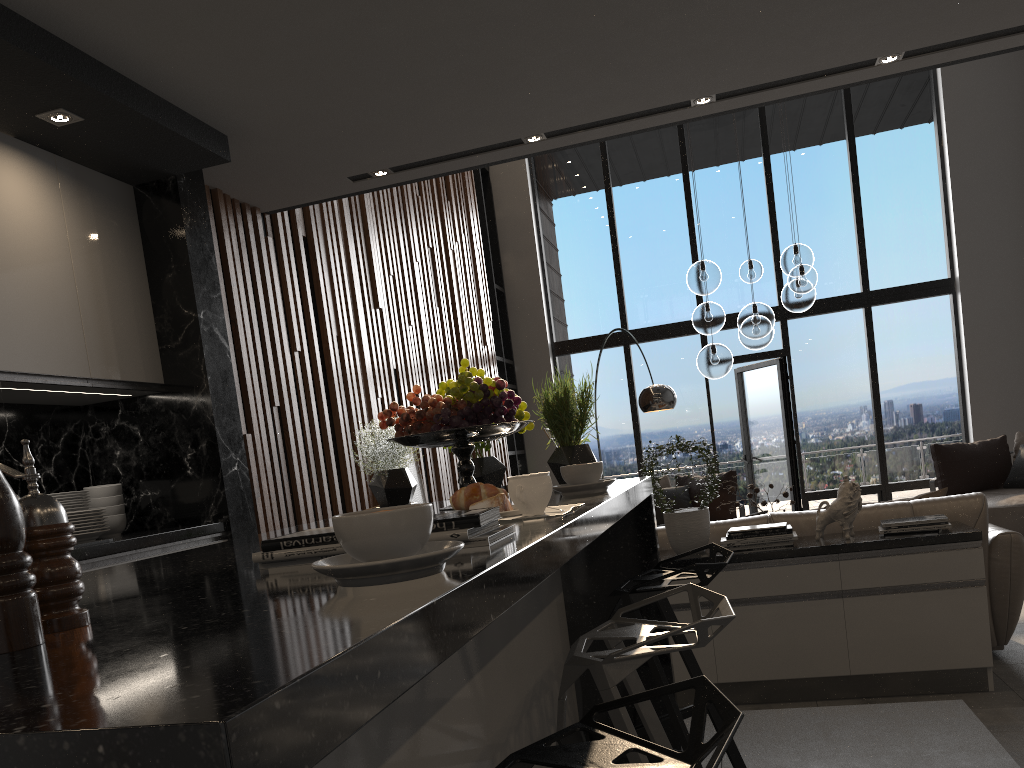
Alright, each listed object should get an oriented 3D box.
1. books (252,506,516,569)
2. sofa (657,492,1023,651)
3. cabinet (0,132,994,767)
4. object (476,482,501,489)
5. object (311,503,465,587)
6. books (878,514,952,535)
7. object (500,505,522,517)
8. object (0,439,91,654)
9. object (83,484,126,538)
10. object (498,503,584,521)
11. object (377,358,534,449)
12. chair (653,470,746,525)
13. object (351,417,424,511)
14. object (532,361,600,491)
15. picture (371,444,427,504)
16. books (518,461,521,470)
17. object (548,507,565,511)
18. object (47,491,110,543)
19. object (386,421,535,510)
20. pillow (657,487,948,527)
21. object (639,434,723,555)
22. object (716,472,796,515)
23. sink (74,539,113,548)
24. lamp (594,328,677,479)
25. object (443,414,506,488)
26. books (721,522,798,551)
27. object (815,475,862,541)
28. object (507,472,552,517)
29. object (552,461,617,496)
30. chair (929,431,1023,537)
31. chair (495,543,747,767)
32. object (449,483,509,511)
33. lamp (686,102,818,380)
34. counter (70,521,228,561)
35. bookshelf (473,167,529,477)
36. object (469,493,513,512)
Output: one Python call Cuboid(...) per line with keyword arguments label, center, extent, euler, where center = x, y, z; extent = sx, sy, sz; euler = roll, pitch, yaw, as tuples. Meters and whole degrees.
Cuboid(label="books", center=(-0.169, 0.209, 1.199), extent=(0.324, 0.038, 0.171), euler=(-9, -5, 13))
Cuboid(label="sofa", center=(1.067, 1.168, 5.329), extent=(3.260, 0.824, 1.864), euler=(-8, -3, 14))
Cuboid(label="cabinet", center=(-0.536, -0.178, 1.468), extent=(3.637, 3.261, 6.163), euler=(-8, -3, 14))
Cuboid(label="object", center=(-0.051, 0.243, 1.925), extent=(0.075, 0.059, 0.060), euler=(-8, -1, 35))
Cuboid(label="object", center=(-0.126, 0.162, 0.886), extent=(0.154, 0.071, 0.156), euler=(-6, -3, -17))
Cuboid(label="books", center=(1.804, 0.634, 3.934), extent=(0.295, 0.055, 0.182), euler=(-9, -4, 18))
Cuboid(label="object", center=(-0.032, 0.239, 1.626), extent=(0.189, 0.012, 0.193), euler=(-3, -7, -43))
Cuboid(label="object", center=(-0.489, 0.093, 0.791), extent=(0.150, 0.286, 0.199), euler=(-7, 1, -3))
Cuboid(label="object", center=(-1.649, 0.516, 3.556), extent=(0.150, 0.216, 0.141), euler=(-6, 2, 34))
Cuboid(label="object", center=(0.003, 0.236, 1.582), extent=(0.229, 0.003, 0.227), euler=(-9, -5, 14))
Cuboid(label="object", center=(-0.145, 0.045, 2.149), extent=(0.348, 0.216, 0.317), euler=(-8, -2, 11))
Cuboid(label="chair", center=(1.407, 1.319, 8.076), extent=(1.495, 0.905, 1.428), euler=(-9, -3, 41))
Cuboid(label="object", center=(-0.369, 0.230, 2.585), extent=(0.223, 0.286, 0.208), euler=(-7, 1, 27))
Cuboid(label="object", center=(0.147, 0.109, 2.450), extent=(0.184, 0.372, 0.197), euler=(-9, 3, -31))
Cuboid(label="picture", center=(-0.672, 0.877, 5.736), extent=(0.102, 1.006, 0.722), euler=(-6, 1, 14))
Cuboid(label="books", center=(-0.038, 0.972, 9.963), extent=(0.219, 0.191, 0.371), euler=(-8, -3, 14))
Cuboid(label="object", center=(0.052, 0.213, 1.545), extent=(0.027, 0.027, 0.131), euler=(-7, -4, -27))
Cuboid(label="object", center=(-1.684, 0.507, 3.287), extent=(0.302, 0.196, 0.302), euler=(-8, -2, 17))
Cuboid(label="object", center=(-0.114, 0.210, 2.168), extent=(0.364, 0.189, 0.370), euler=(-6, -3, -22))
Cuboid(label="pillow", center=(1.290, 0.908, 4.756), extent=(1.950, 0.503, 0.538), euler=(-8, -1, 14))
Cuboid(label="object", center=(0.819, 0.523, 4.162), extent=(0.384, 0.581, 0.214), euler=(-7, 3, -5))
Cuboid(label="object", center=(1.701, 0.915, 6.186), extent=(0.539, 0.608, 0.317), euler=(-7, 2, -15))
Cuboid(label="sink", center=(-1.776, 0.449, 2.568), extent=(0.500, 0.550, 1.105), euler=(-7, -3, 14))
Cuboid(label="lamp", center=(1.136, 0.644, 8.227), extent=(0.319, 2.350, 2.032), euler=(-8, 1, -10))
Cuboid(label="object", center=(-0.095, 0.176, 2.538), extent=(0.180, 0.315, 0.170), euler=(-6, 2, 25))
Cuboid(label="books", center=(1.148, 0.715, 4.086), extent=(0.350, 0.101, 0.193), euler=(-8, -3, 14))
Cuboid(label="object", center=(1.493, 0.567, 4.009), extent=(0.209, 0.292, 0.134), euler=(-7, 3, 33))
Cuboid(label="object", center=(0.030, 0.191, 1.499), extent=(0.083, 0.071, 0.077), euler=(-7, -1, -26))
Cuboid(label="object", center=(0.168, 0.224, 2.064), extent=(0.154, 0.071, 0.156), euler=(-6, -3, -17))
Cuboid(label="chair", center=(4.389, 0.888, 7.577), extent=(1.456, 0.905, 1.466), euler=(-9, -3, 31))
Cuboid(label="chair", center=(0.219, 0.755, 1.525), extent=(0.436, 0.740, 1.717), euler=(-7, -3, 14))
Cuboid(label="object", center=(-0.077, 0.242, 1.878), extent=(0.132, 0.060, 0.069), euler=(-8, -1, 14))
Cuboid(label="lamp", center=(1.412, -2.552, 5.886), extent=(1.236, 5.039, 1.214), euler=(-7, 4, 11))
Cuboid(label="counter", center=(-1.883, 0.543, 2.020), extent=(0.613, 0.040, 3.437), euler=(-9, -5, 13))
Cuboid(label="bookshelf", center=(-0.409, -1.025, 9.348), extent=(0.340, 5.359, 1.438), euler=(-6, 4, 14))
Cuboid(label="object", center=(-0.042, 0.225, 1.629), extent=(0.074, 0.043, 0.128), euler=(-8, -4, 6))
